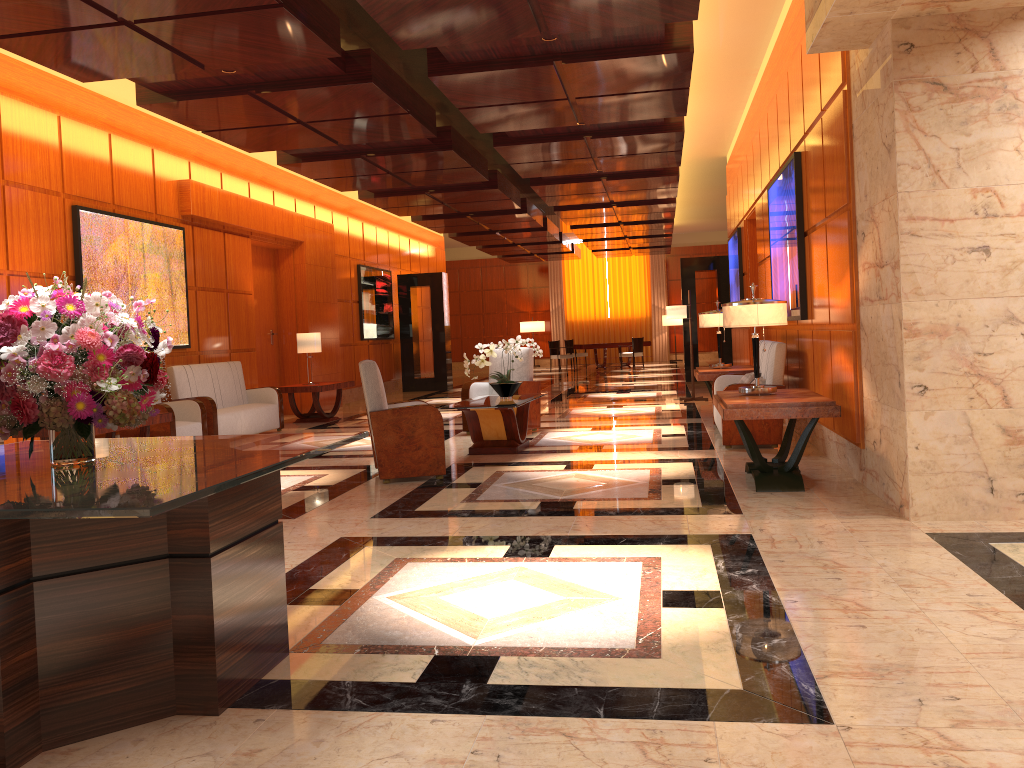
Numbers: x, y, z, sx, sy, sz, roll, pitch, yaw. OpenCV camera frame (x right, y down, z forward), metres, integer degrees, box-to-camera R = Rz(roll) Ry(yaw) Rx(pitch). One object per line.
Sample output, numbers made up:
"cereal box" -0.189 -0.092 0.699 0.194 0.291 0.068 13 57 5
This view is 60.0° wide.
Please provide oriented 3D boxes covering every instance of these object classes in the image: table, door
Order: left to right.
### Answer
"table" -1.502 0.646 3.050 1.600 0.744 1.603 -2 3 10
"table" -3.657 0.581 7.837 0.724 0.533 1.169 -2 3 13
"door" -3.706 -0.784 13.361 0.340 2.649 1.502 -2 1 10
"table" -2.822 0.266 12.776 0.724 0.533 1.169 -2 3 13
"table" -0.130 0.401 8.626 0.722 0.495 1.562 -2 3 13
"table" 2.850 -0.796 25.052 2.108 0.741 0.784 -4 2 -19
"table" 2.541 0.119 10.435 0.725 0.606 1.272 -2 3 10
"door" 3.530 -1.046 12.149 0.340 2.649 1.540 -2 2 10
"table" 1.837 0.385 6.273 0.725 0.606 1.272 -2 3 10

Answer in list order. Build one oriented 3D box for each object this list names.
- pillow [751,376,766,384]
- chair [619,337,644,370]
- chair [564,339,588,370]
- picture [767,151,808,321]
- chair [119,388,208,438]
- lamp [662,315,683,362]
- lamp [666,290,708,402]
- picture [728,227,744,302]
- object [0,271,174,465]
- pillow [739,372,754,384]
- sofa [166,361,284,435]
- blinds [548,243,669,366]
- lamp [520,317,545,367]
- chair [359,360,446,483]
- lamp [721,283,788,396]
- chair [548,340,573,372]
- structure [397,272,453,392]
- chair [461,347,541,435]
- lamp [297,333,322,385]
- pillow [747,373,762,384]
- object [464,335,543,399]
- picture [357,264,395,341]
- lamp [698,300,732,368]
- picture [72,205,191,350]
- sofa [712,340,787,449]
"pillow" 2.275 0.053 8.308 0.202 0.229 0.274 -2 2 12
"chair" 3.301 -0.828 24.139 0.585 0.893 0.576 -4 2 -37
"chair" 1.871 -0.883 26.285 0.576 0.893 0.585 -1 2 38
"picture" 2.660 -1.341 8.635 0.056 1.451 1.999 -2 2 10
"chair" -3.571 0.291 9.019 0.628 0.960 0.739 -2 2 9
"lamp" 5.272 -1.548 28.525 0.812 1.659 0.810 -4 2 -40
"lamp" 2.597 -0.568 13.238 0.526 1.660 0.360 -3 1 0
"picture" 3.638 -1.710 14.412 0.056 1.451 1.999 -2 2 10
"object" -1.532 -0.056 3.057 0.650 0.658 0.681 -3 2 1
"pillow" 2.428 -0.008 9.177 0.195 0.227 0.344 -2 3 15
"sofa" -3.412 0.206 10.632 0.612 0.931 1.801 -2 3 10
"blinds" 3.178 -2.716 29.493 3.851 4.062 0.149 -2 1 10
"lamp" 0.698 -1.383 29.304 0.812 1.659 0.810 -4 2 -40
"chair" -0.906 0.269 7.243 0.629 0.960 0.738 -3 2 -11
"lamp" 1.759 -0.327 6.406 0.458 0.809 0.459 -2 2 19
"chair" 1.351 -0.795 25.139 0.585 0.893 0.576 -4 2 -42
"structure" -1.858 -1.107 18.985 0.985 2.496 0.500 -2 1 10
"chair" -0.115 0.071 10.132 0.737 0.960 0.629 -2 2 29
"lamp" 0.375 -0.203 7.214 0.335 0.734 13.000 -3 3 -31
"pillow" 2.383 0.010 8.743 0.160 0.252 0.358 -2 2 6
"object" -0.080 -0.164 8.725 0.788 0.617 0.417 -3 2 -13
"picture" -2.718 -1.612 17.830 0.056 1.451 1.999 -2 2 10
"lamp" 2.452 -0.597 10.501 0.459 0.793 0.458 -3 2 -28
"picture" -4.096 -1.092 9.687 0.056 1.451 1.999 -2 2 10
"sofa" 2.314 0.052 8.736 0.612 0.931 1.801 -2 3 10
